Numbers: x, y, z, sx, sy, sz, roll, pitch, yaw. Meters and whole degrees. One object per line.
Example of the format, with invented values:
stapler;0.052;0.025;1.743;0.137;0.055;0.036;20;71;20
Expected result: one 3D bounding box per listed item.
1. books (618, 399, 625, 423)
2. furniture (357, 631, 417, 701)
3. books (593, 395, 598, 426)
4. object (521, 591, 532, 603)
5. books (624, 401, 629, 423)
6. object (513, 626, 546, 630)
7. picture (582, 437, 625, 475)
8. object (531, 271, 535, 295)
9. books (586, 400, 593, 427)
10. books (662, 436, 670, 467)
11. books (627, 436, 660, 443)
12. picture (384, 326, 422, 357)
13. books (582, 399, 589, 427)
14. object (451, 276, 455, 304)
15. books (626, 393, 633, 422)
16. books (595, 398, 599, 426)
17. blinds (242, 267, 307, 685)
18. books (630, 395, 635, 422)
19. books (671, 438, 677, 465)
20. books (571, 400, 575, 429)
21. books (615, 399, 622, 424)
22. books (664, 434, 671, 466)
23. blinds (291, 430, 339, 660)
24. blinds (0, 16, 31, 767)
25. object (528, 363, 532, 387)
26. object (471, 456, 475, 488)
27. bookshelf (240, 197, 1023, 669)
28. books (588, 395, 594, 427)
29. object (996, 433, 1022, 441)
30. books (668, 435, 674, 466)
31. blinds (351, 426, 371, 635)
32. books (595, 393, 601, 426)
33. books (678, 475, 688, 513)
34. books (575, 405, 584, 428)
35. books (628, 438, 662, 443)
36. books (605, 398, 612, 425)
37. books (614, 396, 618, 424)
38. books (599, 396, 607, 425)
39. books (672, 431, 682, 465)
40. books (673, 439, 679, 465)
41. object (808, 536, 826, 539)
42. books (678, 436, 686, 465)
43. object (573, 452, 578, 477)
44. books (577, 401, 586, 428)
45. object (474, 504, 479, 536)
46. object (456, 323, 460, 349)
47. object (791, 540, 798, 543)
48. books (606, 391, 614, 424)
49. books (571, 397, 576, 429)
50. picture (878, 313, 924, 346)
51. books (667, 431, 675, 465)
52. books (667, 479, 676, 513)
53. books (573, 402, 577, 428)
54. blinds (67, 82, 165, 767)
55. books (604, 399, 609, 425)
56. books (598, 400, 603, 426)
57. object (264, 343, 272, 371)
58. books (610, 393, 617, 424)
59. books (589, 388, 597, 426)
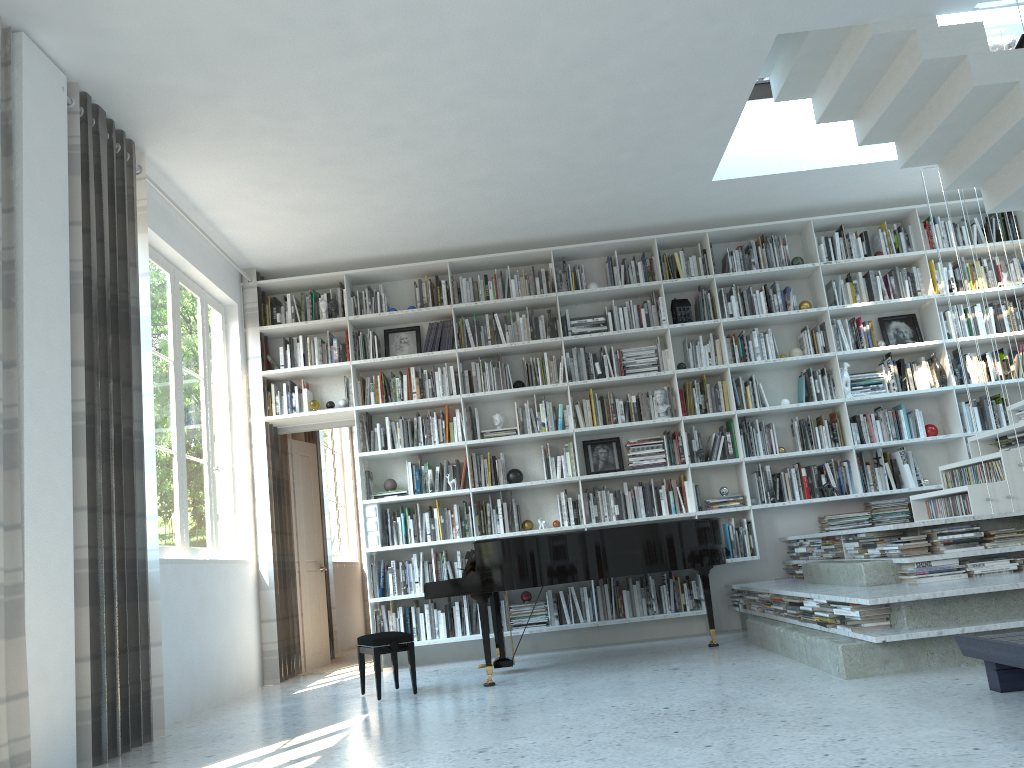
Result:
books;0.869;0.238;7.062;0.030;0.214;0.169;-6;-11;1
furniture;-0.736;1.633;5.189;0.240;0.352;0.468;-1;-12;-24
books;0.659;0.232;7.045;0.015;0.266;0.189;-6;-11;1
object;0.110;1.628;6.786;0.086;0.087;0.086;-2;-12;-21
books;0.910;0.244;7.072;0.050;0.198;0.146;-6;-11;1
object;0.139;1.860;6.776;0.254;0.007;0.161;-7;-12;4
picture;0.727;0.583;7.057;0.300;0.299;0.077;-6;-11;1
object;0.179;-0.784;7.288;0.010;0.246;0.157;-6;-11;1
books;0.616;0.256;7.074;0.029;0.239;0.156;-6;-11;1
books;1.210;0.542;6.992;0.012;0.253;0.161;-6;-11;1
books;1.042;0.443;7.018;0.254;0.012;0.161;-7;-12;4
picture;-0.896;-0.323;7.284;0.300;0.299;0.077;-6;-11;1
books;0.588;0.257;7.081;0.026;0.247;0.139;-6;-11;1
object;-0.474;-0.728;7.301;0.012;0.284;0.160;-6;-11;1
books;0.939;0.209;7.068;0.014;0.258;0.162;-6;-11;1
books;0.673;0.248;7.074;0.010;0.244;0.150;-6;-11;1
blinds;-1.936;0.715;7.197;0.140;3.223;0.778;-6;-11;1
books;0.952;0.219;7.061;0.010;0.233;0.175;-6;-11;1
books;1.270;0.549;7.003;0.013;0.232;0.134;-6;-11;1
books;0.481;0.265;7.079;0.012;0.253;0.161;-6;-11;1
books;0.842;0.240;7.061;0.024;0.216;0.175;-6;-11;1
books;1.221;0.537;6.990;0.011;0.260;0.184;-6;-11;1
blinds;-1.899;0.952;8.354;0.140;3.223;0.778;-6;-11;1
blinds;-2.065;-0.132;3.153;0.183;3.253;1.028;-6;-11;0
object;0.149;-0.046;7.156;0.010;0.225;0.142;-6;-11;1
object;-0.301;0.711;7.031;0.012;0.270;0.130;-6;-11;1
bookshelf;1.114;0.394;6.965;6.297;3.135;0.331;-6;-11;1
books;0.633;0.235;7.090;0.010;0.283;0.137;-6;-11;1
object;3.358;0.354;5.940;0.161;0.025;0.175;-7;-12;4
books;1.245;0.539;7.000;0.013;0.255;0.163;-6;-11;1
blinds;-1.811;1.512;11.095;0.140;3.223;0.778;-6;-11;1
books;0.681;0.225;7.060;0.010;0.280;0.171;-6;-11;1
books;1.339;0.868;6.935;0.011;0.300;0.149;-6;-11;1
books;0.537;0.278;7.057;0.053;0.208;0.156;-6;-11;1
books;1.044;0.455;7.017;0.254;0.012;0.161;-6;-12;-2
books;0.765;0.241;7.071;0.025;0.235;0.137;-6;-11;1
books;0.823;0.228;7.078;0.011;0.251;0.130;-6;-11;1
books;0.726;0.237;7.086;0.028;0.259;0.135;-6;-11;1
books;1.299;0.519;6.989;0.011;0.279;0.186;-6;-11;1
books;1.287;0.554;7.000;0.021;0.217;0.132;-6;-11;1
object;2.195;1.067;6.193;0.159;0.007;0.286;-6;-12;-2
books;1.323;0.539;6.974;0.034;0.229;0.200;-6;-11;1
object;0.501;0.647;7.021;0.017;0.215;0.103;-6;-11;1
books;0.554;0.262;7.072;0.042;0.241;0.162;-6;-11;1
object;-0.272;1.074;6.948;0.012;0.253;0.161;-6;-11;1
object;-0.432;-0.356;7.228;0.012;0.253;0.161;-6;-11;1
object;2.231;1.196;6.775;0.131;0.024;0.291;-7;-12;2
books;0.782;0.214;7.068;0.013;0.283;0.177;-6;-11;1
books;0.491;0.252;7.090;0.010;0.281;0.140;-6;-11;1
picture;3.147;-0.415;7.171;0.300;0.299;0.077;-6;-11;1
books;1.255;0.522;7.002;0.011;0.287;0.152;-6;-11;1
books;1.250;0.888;6.943;0.010;0.283;0.132;-6;-11;1
books;0.504;0.273;7.085;0.011;0.235;0.142;-6;-11;1
blinds;-2.025;0.154;4.456;0.140;3.223;0.778;-6;-11;1
books;0.747;0.246;7.063;0.012;0.227;0.170;-6;-11;1
books;0.702;0.253;7.078;0.024;0.228;0.148;-6;-11;1
object;-2.001;-0.201;7.233;0.035;0.295;0.176;-6;-11;1
books;0.802;0.217;7.052;0.028;0.267;0.190;-6;-11;1
books;0.642;0.209;7.050;0.014;0.317;0.188;-6;-11;1
